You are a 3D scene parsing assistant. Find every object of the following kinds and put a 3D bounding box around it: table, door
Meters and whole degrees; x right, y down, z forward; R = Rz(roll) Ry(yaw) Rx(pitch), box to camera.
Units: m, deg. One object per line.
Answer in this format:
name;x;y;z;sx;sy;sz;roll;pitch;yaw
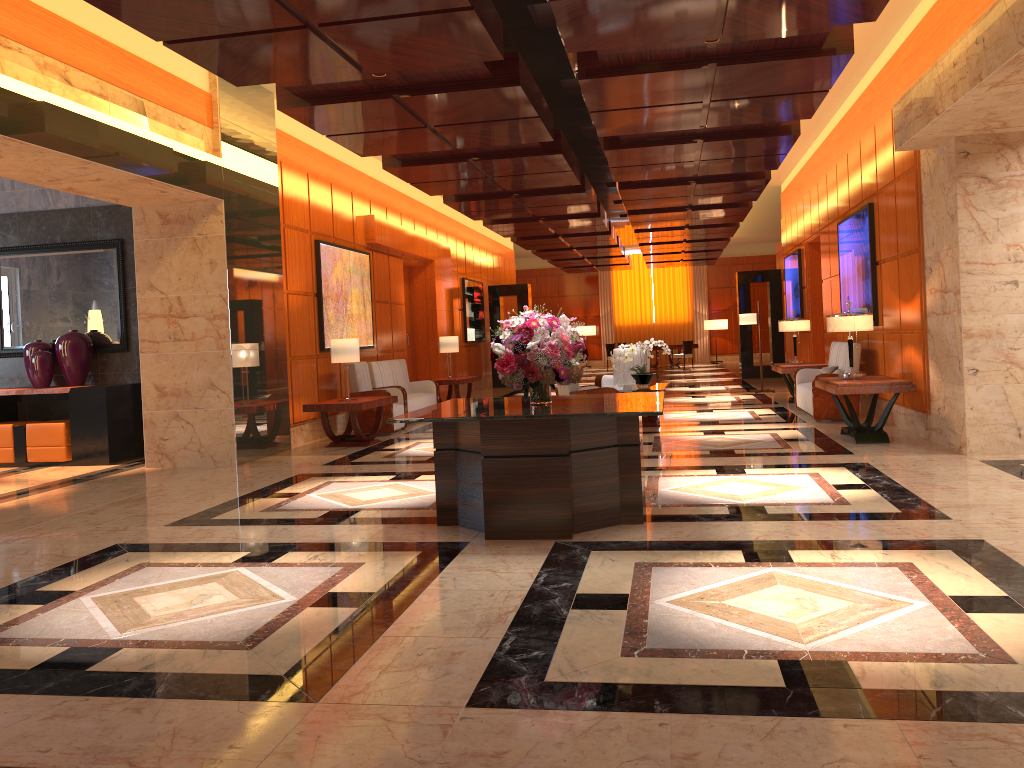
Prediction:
table;4.760;-0.844;27.796;2.108;0.741;0.784;-4;2;-19
door;5.321;-1.149;14.891;0.340;2.650;1.539;-3;1;10
table;-1.024;0.165;15.570;0.724;0.534;1.169;-2;3;13
table;4.317;0.009;13.181;0.725;0.606;1.272;-2;3;11
table;0.207;0.503;5.833;1.600;0.744;1.602;-2;3;10
table;-1.905;0.459;10.639;0.724;0.534;1.169;-2;3;13
table;1.629;0.282;11.397;0.722;0.495;1.562;-2;3;13
door;-1.904;-0.883;16.169;0.340;2.650;1.501;-3;1;10
table;3.575;0.256;9.026;0.725;0.606;1.272;-2;3;11

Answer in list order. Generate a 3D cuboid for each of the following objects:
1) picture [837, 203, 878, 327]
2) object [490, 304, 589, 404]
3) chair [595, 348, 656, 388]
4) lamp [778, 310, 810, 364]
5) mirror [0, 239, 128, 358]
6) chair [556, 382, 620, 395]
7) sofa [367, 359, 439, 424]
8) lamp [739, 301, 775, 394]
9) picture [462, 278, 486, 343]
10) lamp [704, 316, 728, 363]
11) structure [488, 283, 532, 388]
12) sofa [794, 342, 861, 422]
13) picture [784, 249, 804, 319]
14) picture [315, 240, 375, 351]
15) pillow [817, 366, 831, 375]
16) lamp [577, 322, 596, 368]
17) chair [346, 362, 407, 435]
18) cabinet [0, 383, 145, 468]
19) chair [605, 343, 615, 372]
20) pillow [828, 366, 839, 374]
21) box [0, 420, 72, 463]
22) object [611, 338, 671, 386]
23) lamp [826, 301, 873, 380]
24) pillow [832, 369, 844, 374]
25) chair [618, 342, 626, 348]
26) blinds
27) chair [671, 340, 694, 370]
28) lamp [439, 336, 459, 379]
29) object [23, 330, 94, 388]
picture;4.419;-1.460;11.387;0.056;1.451;1.999;-3;2;10
object;0.176;-0.200;5.844;0.650;0.658;0.681;-3;2;1
chair;1.658;-0.041;12.904;0.737;0.960;0.629;-2;2;29
lamp;4.228;-0.707;13.252;0.459;0.793;0.458;-3;1;-28
mirror;-5.425;-1.010;10.587;1.766;1.338;0.029;-2;1;10
chair;0.841;0.145;10.021;0.629;0.960;0.738;-3;2;-11
sofa;-1.634;0.096;13.432;0.612;0.931;1.801;-2;2;11
lamp;4.398;-0.667;15.987;0.526;1.660;0.360;-3;1;0
picture;-0.874;-1.691;20.631;0.056;1.451;1.999;-3;2;10
lamp;7.214;-1.580;31.250;0.811;1.660;0.810;-4;1;-40
structure;-0.003;-1.181;21.775;0.985;2.497;0.500;-2;1;10
sofa;4.074;-0.067;11.485;0.612;0.931;1.801;-2;2;11
picture;5.450;-1.804;17.156;0.056;1.451;1.999;-3;2;10
picture;-2.327;-1.207;12.500;0.056;1.451;1.999;-3;2;10
pillow;4.193;-0.124;11.925;0.195;0.227;0.344;-2;2;15
lamp;2.647;-1.412;32.069;0.811;1.660;0.810;-4;1;-40
chair;-1.808;0.174;11.821;0.628;0.960;0.738;-2;2;9
cabinet;-5.421;0.476;10.243;2.189;0.867;0.785;-2;2;10
chair;3.262;-0.842;27.897;0.585;0.893;0.576;-4;2;-42
pillow;4.144;-0.108;11.492;0.160;0.253;0.358;-2;2;7
box;-5.439;0.648;10.101;1.132;0.427;0.490;-2;2;10
object;1.680;-0.283;11.497;0.788;0.617;0.417;-3;1;-12
lamp;3.498;-0.456;9.163;0.458;0.809;0.459;-2;1;19
pillow;4.031;-0.067;11.058;0.202;0.229;0.274;-2;2;13
chair;3.792;-0.925;29.039;0.576;0.893;0.585;-2;2;38
blinds;5.129;-2.745;32.242;3.851;4.062;0.149;-2;1;10
chair;5.203;-0.879;26.880;0.585;0.893;0.576;-4;2;-37
lamp;2.122;-0.328;9.982;0.335;0.734;12.998;-3;3;-30
object;-5.345;-0.293;10.341;0.861;0.652;0.520;-2;2;9
